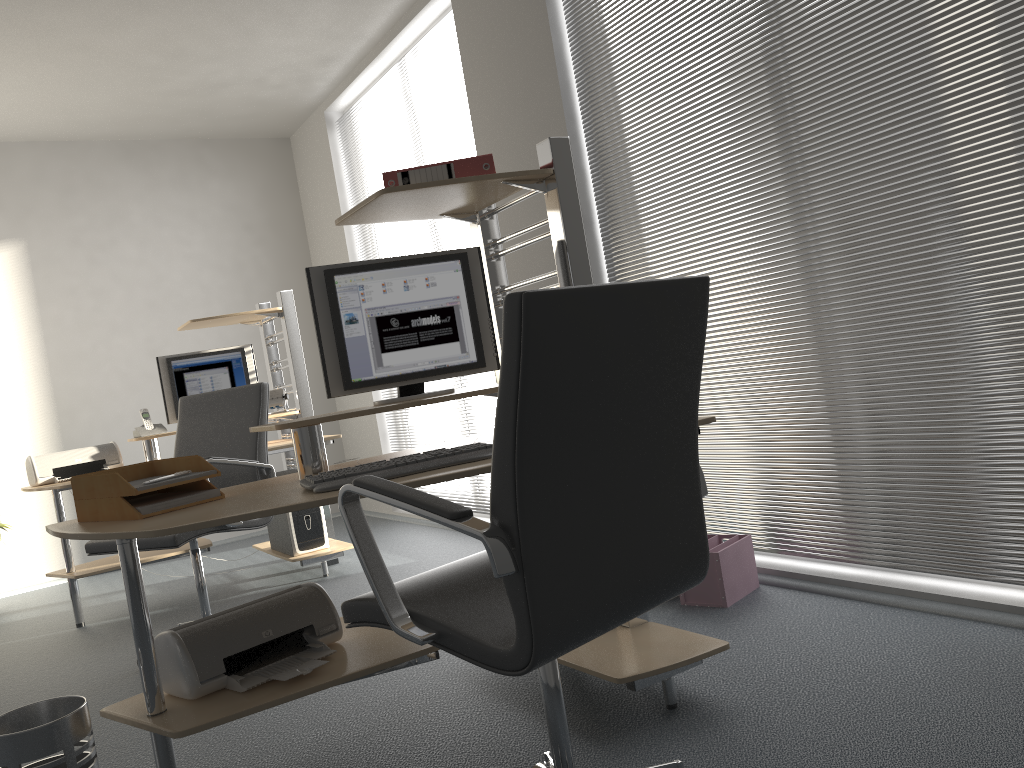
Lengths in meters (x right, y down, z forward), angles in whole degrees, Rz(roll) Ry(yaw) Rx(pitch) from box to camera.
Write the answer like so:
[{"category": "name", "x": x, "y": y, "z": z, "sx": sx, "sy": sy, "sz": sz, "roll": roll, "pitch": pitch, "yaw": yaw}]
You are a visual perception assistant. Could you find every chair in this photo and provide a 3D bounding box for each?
[{"category": "chair", "x": 0.051, "y": 0.379, "z": 1.690, "sx": 0.584, "sy": 1.048, "sz": 0.652, "roll": -11, "pitch": 2, "yaw": -44}, {"category": "chair", "x": -1.312, "y": 0.567, "z": 3.640, "sx": 0.584, "sy": 1.048, "sz": 0.652, "roll": -9, "pitch": 1, "yaw": 25}]

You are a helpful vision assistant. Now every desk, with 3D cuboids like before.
[{"category": "desk", "x": -0.360, "y": 0.174, "z": 2.264, "sx": 1.469, "sy": 1.566, "sz": 0.967, "roll": -10, "pitch": 1, "yaw": -30}, {"category": "desk", "x": -1.760, "y": 0.358, "z": 4.676, "sx": 1.469, "sy": 1.566, "sz": 0.967, "roll": -10, "pitch": 1, "yaw": -30}]

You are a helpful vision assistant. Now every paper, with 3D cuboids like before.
[{"category": "paper", "x": -0.915, "y": 0.248, "z": 2.220, "sx": 0.297, "sy": 0.010, "sz": 0.210, "roll": -9, "pitch": 2, "yaw": 39}, {"category": "paper", "x": -0.906, "y": 0.299, "z": 2.221, "sx": 0.297, "sy": 0.019, "sz": 0.210, "roll": -9, "pitch": 2, "yaw": 39}]

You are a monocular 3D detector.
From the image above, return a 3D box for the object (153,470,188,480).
[{"category": "object", "x": -0.847, "y": 0.229, "z": 2.184, "sx": 0.008, "sy": 0.009, "sz": 0.159, "roll": -9, "pitch": 1, "yaw": 15}]

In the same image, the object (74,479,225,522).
[{"category": "object", "x": -0.909, "y": 0.287, "z": 2.222, "sx": 0.309, "sy": 0.060, "sz": 0.225, "roll": -9, "pitch": 2, "yaw": 39}]

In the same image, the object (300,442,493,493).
[{"category": "object", "x": -0.365, "y": 0.234, "z": 2.393, "sx": 0.478, "sy": 0.082, "sz": 0.814, "roll": -10, "pitch": 1, "yaw": -23}]

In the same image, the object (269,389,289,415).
[{"category": "object", "x": -1.332, "y": 0.100, "z": 5.001, "sx": 0.154, "sy": 0.135, "sz": 0.093, "roll": -9, "pitch": 1, "yaw": 6}]

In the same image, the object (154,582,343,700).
[{"category": "object", "x": -0.623, "y": 0.643, "z": 2.242, "sx": 0.351, "sy": 0.162, "sz": 0.438, "roll": -8, "pitch": 2, "yaw": 44}]

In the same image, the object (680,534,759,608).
[{"category": "object", "x": 0.734, "y": 0.671, "z": 3.183, "sx": 0.185, "sy": 0.202, "sz": 0.245, "roll": -8, "pitch": 2, "yaw": 42}]

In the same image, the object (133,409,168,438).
[{"category": "object", "x": -1.987, "y": 0.206, "z": 4.841, "sx": 0.150, "sy": 0.151, "sz": 0.119, "roll": -11, "pitch": 2, "yaw": -44}]

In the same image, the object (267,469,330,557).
[{"category": "object", "x": -1.202, "y": 0.699, "z": 4.884, "sx": 0.199, "sy": 0.422, "sz": 0.471, "roll": -10, "pitch": 1, "yaw": -30}]

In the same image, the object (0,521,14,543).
[{"category": "object", "x": -3.319, "y": 0.829, "z": 5.286, "sx": 0.544, "sy": 1.147, "sz": 0.644, "roll": -10, "pitch": 1, "yaw": -1}]

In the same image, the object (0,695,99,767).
[{"category": "object", "x": -0.999, "y": 0.899, "z": 1.916, "sx": 0.208, "sy": 0.377, "sz": 0.208, "roll": -9, "pitch": 1, "yaw": 13}]

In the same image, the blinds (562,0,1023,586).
[{"category": "blinds", "x": 0.881, "y": -0.754, "z": 3.059, "sx": 0.022, "sy": 2.770, "sz": 1.950, "roll": -10, "pitch": 1, "yaw": -30}]

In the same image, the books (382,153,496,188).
[{"category": "books", "x": -0.205, "y": -0.600, "z": 2.662, "sx": 0.320, "sy": 0.072, "sz": 0.262, "roll": -10, "pitch": 1, "yaw": 2}]

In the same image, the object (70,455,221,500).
[{"category": "object", "x": -0.918, "y": 0.231, "z": 2.221, "sx": 0.309, "sy": 0.060, "sz": 0.225, "roll": -9, "pitch": 2, "yaw": 39}]

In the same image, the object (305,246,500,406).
[{"category": "object", "x": -0.316, "y": -0.164, "z": 2.654, "sx": 0.516, "sy": 0.418, "sz": 0.245, "roll": -10, "pitch": 1, "yaw": -8}]

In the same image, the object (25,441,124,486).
[{"category": "object", "x": -2.275, "y": 0.414, "z": 4.652, "sx": 0.438, "sy": 0.162, "sz": 0.351, "roll": -10, "pitch": 2, "yaw": -38}]

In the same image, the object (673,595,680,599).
[{"category": "object", "x": 0.598, "y": 0.690, "z": 3.364, "sx": 0.245, "sy": 0.202, "sz": 0.185, "roll": -10, "pitch": 1, "yaw": -30}]

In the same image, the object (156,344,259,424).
[{"category": "object", "x": -1.706, "y": 0.019, "z": 5.045, "sx": 0.516, "sy": 0.418, "sz": 0.245, "roll": -10, "pitch": 1, "yaw": -15}]

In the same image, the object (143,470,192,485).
[{"category": "object", "x": -0.838, "y": 0.228, "z": 2.155, "sx": 0.008, "sy": 0.009, "sz": 0.159, "roll": -9, "pitch": 1, "yaw": 23}]

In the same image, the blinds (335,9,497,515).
[{"category": "blinds", "x": -0.523, "y": -0.569, "z": 5.476, "sx": 0.037, "sy": 2.749, "sz": 1.950, "roll": -10, "pitch": 1, "yaw": -30}]
